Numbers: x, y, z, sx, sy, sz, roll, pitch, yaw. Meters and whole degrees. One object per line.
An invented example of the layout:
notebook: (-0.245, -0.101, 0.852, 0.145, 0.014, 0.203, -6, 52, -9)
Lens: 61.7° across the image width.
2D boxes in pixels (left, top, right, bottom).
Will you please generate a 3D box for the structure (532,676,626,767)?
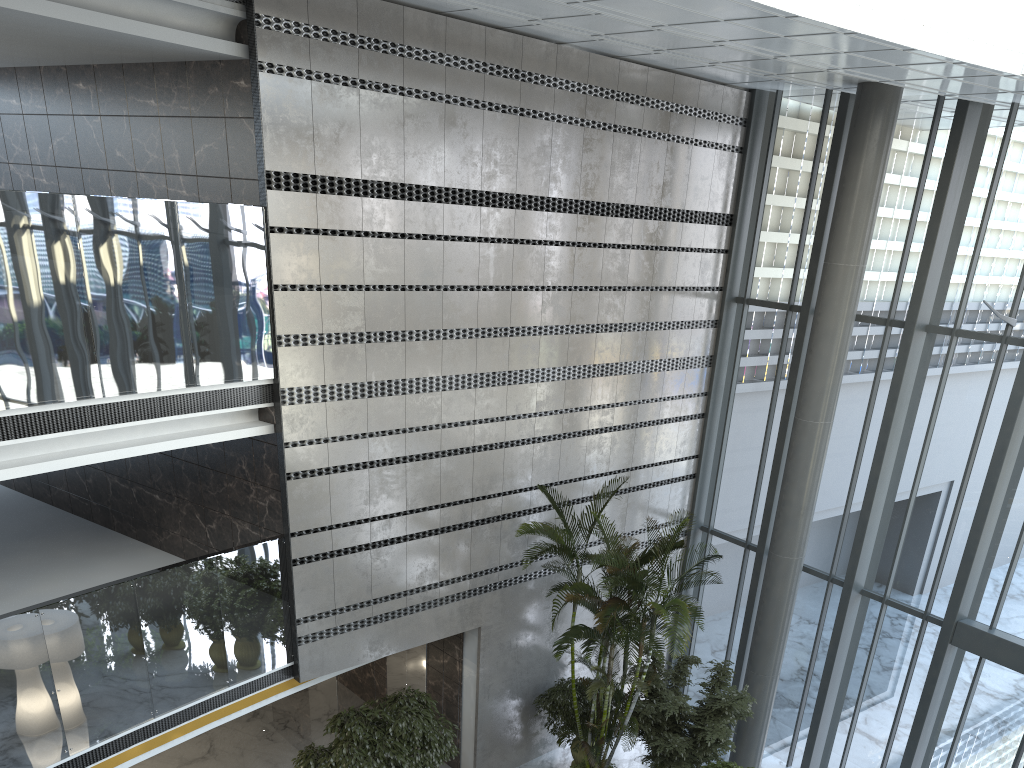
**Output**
structure: (0.967, 4.893, 12.342, 1.394, 1.705, 1.027, 4, 20, 1)

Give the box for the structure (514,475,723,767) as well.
structure: (1.186, 3.512, 10.744, 2.428, 5.130, 2.300, -10, 25, -31)

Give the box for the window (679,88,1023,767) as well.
window: (0.006, 1.660, 4.671, 18.649, 11.110, 12.346, -3, 18, -25)

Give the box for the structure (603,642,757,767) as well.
structure: (2.262, 4.728, 11.573, 1.760, 2.530, 1.791, 16, 23, 32)

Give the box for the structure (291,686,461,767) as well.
structure: (-1.628, 4.809, 10.561, 2.033, 2.179, 1.473, 1, 20, -9)

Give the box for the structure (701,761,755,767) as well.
structure: (2.545, 5.370, 10.390, 1.403, 1.776, 1.483, 9, 19, 17)
